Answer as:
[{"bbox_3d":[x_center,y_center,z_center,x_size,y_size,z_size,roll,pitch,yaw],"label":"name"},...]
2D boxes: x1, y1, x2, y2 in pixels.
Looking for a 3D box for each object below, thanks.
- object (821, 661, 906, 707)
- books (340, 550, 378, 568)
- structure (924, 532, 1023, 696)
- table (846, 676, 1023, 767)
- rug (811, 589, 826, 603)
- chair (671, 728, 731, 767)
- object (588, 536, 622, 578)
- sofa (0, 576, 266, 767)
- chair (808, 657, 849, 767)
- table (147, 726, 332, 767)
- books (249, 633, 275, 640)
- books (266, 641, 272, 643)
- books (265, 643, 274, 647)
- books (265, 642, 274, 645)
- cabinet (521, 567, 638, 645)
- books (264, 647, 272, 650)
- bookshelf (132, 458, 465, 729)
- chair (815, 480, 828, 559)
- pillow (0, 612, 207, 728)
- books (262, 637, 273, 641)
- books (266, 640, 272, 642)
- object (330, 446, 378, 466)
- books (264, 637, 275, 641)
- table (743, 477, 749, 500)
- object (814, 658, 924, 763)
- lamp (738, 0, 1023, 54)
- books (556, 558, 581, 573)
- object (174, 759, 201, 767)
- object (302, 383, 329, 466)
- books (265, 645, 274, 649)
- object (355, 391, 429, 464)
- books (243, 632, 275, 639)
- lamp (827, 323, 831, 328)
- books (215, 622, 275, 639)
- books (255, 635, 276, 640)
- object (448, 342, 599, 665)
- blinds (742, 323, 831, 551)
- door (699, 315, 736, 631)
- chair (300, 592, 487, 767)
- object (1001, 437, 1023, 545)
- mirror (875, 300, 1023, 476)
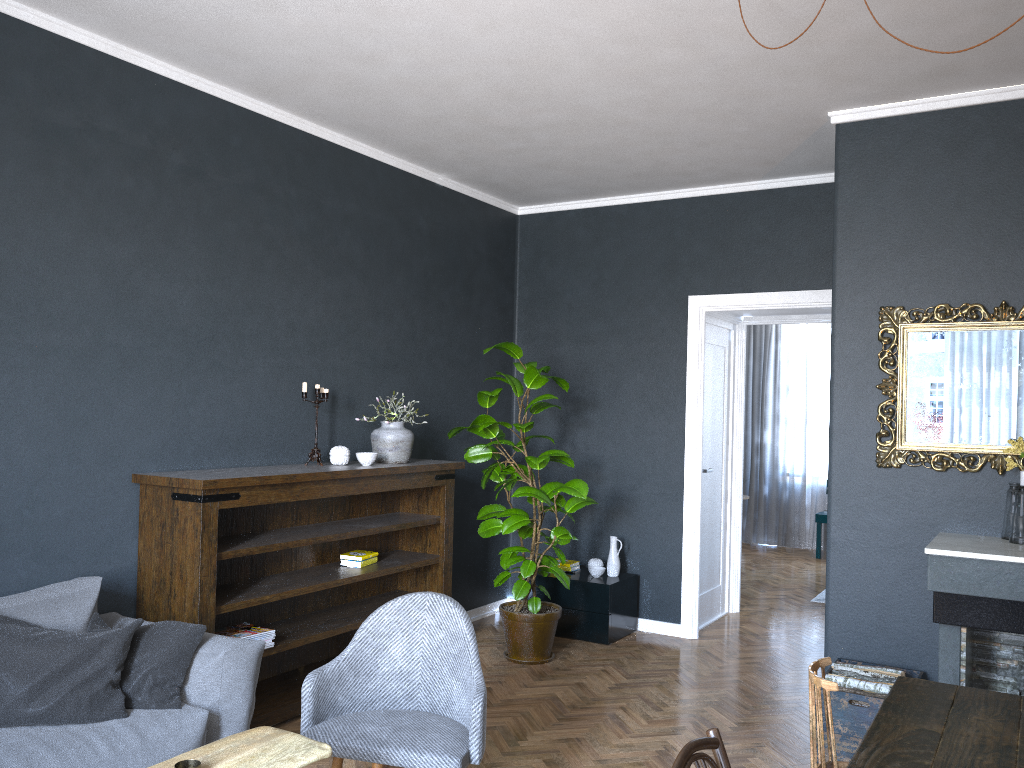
[{"bbox_3d":[1.605,1.405,3.964,0.370,0.246,0.533,1,-2,31],"label":"object"},{"bbox_3d":[-0.823,0.987,4.873,0.174,0.113,0.197,1,-1,20],"label":"books"},{"bbox_3d":[2.194,1.168,3.523,1.065,0.981,0.834,1,-1,31],"label":"structure"},{"bbox_3d":[1.220,1.211,1.681,1.126,0.727,1.605,1,-2,31],"label":"table"},{"bbox_3d":[3.552,1.796,7.653,1.458,0.013,2.046,1,-2,31],"label":"rug"},{"bbox_3d":[0.541,1.147,1.694,0.467,0.820,0.363,1,-1,31],"label":"chair"},{"bbox_3d":[0.591,1.151,5.960,0.229,0.268,0.228,2,-1,-25],"label":"object"},{"bbox_3d":[-1.869,1.122,2.598,0.970,0.798,2.341,1,-2,30],"label":"sofa"},{"bbox_3d":[0.924,1.158,2.226,0.384,0.856,0.456,1,-1,16],"label":"chair"},{"bbox_3d":[-0.820,1.264,2.209,0.339,0.550,0.788,1,-1,31],"label":"table"},{"bbox_3d":[-1.262,1.140,4.002,0.218,0.008,0.304,0,-2,34],"label":"books"},{"bbox_3d":[-1.269,1.170,3.996,0.218,0.008,0.288,0,-2,37],"label":"books"},{"bbox_3d":[-1.264,1.184,3.994,0.218,0.008,0.304,0,-2,36],"label":"books"},{"bbox_3d":[-1.264,1.176,3.992,0.218,0.013,0.305,0,-2,36],"label":"books"},{"bbox_3d":[0.455,1.478,5.995,0.650,0.390,0.456,1,-1,31],"label":"cabinet"},{"bbox_3d":[-1.265,1.198,3.994,0.218,0.008,0.304,1,-2,31],"label":"books"},{"bbox_3d":[-0.979,1.012,4.550,0.451,1.172,1.919,1,-1,31],"label":"bookshelf"},{"bbox_3d":[3.503,1.443,9.430,0.435,0.798,0.592,1,-1,31],"label":"chair"},{"bbox_3d":[-1.499,0.966,3.106,0.798,0.362,0.442,3,-2,-41],"label":"pillow"},{"bbox_3d":[-1.263,1.154,3.999,0.218,0.008,0.288,0,-2,35],"label":"books"},{"bbox_3d":[-1.269,1.165,3.997,0.218,0.008,0.288,0,-2,37],"label":"books"},{"bbox_3d":[-0.840,0.382,4.711,0.255,0.104,0.118,2,-1,-4],"label":"object"},{"bbox_3d":[-1.265,1.159,4.004,0.218,0.006,0.304,0,-2,36],"label":"books"},{"bbox_3d":[2.319,1.341,9.686,0.594,0.960,0.731,1,-1,45],"label":"table"},{"bbox_3d":[1.599,1.481,3.965,0.383,0.326,0.552,1,-1,31],"label":"object"},{"bbox_3d":[0.857,-0.637,2.163,0.583,1.574,1.591,2,-1,-28],"label":"lamp"},{"bbox_3d":[0.355,1.251,6.098,0.214,0.066,0.162,1,-2,27],"label":"books"},{"bbox_3d":[-0.905,0.969,2.111,0.103,0.033,0.369,0,-2,42],"label":"object"},{"bbox_3d":[-1.043,0.208,4.657,0.130,0.437,0.145,2,-1,-23],"label":"object"},{"bbox_3d":[-1.265,1.191,3.992,0.218,0.007,0.305,0,-2,36],"label":"books"},{"bbox_3d":[-0.680,0.240,5.012,0.385,0.412,0.275,1,-1,9],"label":"object"},{"bbox_3d":[-1.265,1.133,4.005,0.218,0.008,0.304,0,-2,36],"label":"books"},{"bbox_3d":[2.936,-0.862,7.911,0.210,0.714,0.210,1,-1,45],"label":"lamp"},{"bbox_3d":[-1.263,1.124,4.005,0.218,0.013,0.305,0,-2,36],"label":"books"},{"bbox_3d":[-1.260,1.147,4.000,0.218,0.008,0.304,0,-2,34],"label":"books"},{"bbox_3d":[0.049,0.704,5.417,1.118,1.898,0.764,1,-1,25],"label":"object"},{"bbox_3d":[4.217,0.463,9.509,3.992,2.788,0.312,1,-1,31],"label":"blinds"},{"bbox_3d":[1.416,0.612,6.357,0.162,2.186,0.857,1,-1,31],"label":"door"},{"bbox_3d":[-0.387,1.164,3.039,0.645,0.811,0.495,1,-1,9],"label":"chair"},{"bbox_3d":[2.393,0.412,3.611,0.727,0.547,0.474,1,-1,34],"label":"object"},{"bbox_3d":[2.199,0.018,3.980,1.056,0.784,0.067,1,-1,31],"label":"mirror"}]
